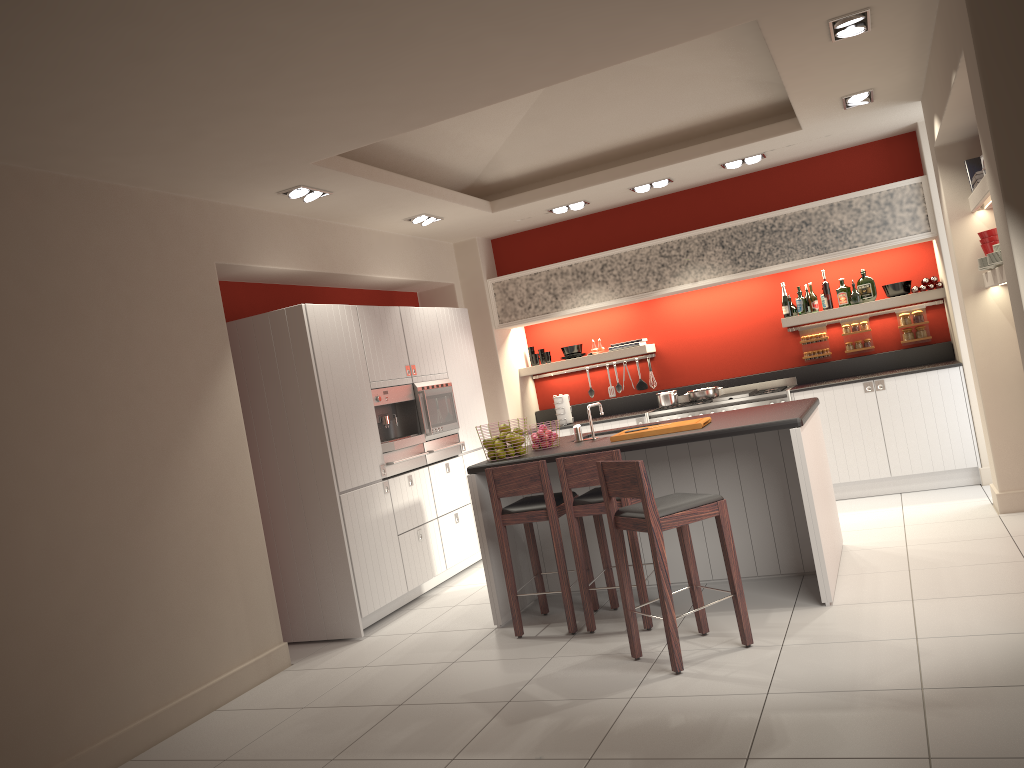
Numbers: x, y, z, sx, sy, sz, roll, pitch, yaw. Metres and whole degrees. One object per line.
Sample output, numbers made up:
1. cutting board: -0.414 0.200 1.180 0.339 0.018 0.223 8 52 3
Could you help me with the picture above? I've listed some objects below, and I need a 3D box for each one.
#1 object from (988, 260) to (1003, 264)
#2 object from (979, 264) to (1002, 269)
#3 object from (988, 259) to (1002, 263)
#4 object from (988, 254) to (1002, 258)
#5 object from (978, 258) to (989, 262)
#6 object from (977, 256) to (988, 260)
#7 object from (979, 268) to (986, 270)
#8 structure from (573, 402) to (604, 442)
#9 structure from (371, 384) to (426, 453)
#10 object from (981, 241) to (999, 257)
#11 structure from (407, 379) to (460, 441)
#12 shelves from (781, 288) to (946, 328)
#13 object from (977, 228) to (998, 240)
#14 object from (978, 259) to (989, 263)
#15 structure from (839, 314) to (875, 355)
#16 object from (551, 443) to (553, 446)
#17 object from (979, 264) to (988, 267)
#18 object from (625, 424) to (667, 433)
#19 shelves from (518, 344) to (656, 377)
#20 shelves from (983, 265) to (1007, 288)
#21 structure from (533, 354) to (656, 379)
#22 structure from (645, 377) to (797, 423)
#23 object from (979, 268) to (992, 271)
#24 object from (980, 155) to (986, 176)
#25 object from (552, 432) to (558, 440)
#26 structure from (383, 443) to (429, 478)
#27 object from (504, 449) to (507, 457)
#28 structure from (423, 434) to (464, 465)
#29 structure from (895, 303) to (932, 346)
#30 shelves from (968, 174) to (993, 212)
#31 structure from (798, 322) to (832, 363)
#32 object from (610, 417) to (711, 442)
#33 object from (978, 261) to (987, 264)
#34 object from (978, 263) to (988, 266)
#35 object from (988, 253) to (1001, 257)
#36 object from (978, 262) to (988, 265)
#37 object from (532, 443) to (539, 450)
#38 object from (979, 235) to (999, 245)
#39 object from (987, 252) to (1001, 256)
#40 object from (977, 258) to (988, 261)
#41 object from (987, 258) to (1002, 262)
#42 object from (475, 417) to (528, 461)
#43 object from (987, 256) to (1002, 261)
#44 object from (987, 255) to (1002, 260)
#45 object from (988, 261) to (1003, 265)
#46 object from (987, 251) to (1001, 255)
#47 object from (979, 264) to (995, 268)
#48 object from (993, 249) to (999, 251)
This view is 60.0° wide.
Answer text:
1. object: 2.950 -0.727 5.142 0.338 0.020 0.339 -10 0 26
2. object: 3.087 -0.744 5.501 0.338 0.020 0.339 -10 0 22
3. object: 2.949 -0.734 5.142 0.338 0.020 0.339 -10 0 26
4. object: 2.944 -0.759 5.143 0.338 0.020 0.339 -10 0 26
5. object: 3.078 -0.789 5.502 0.338 0.020 0.339 -10 0 22
6. object: 3.076 -0.802 5.502 0.338 0.020 0.339 -10 0 22
7. object: 3.272 -0.783 5.861 0.338 0.020 0.339 -10 0 26
8. structure: 0.516 0.266 6.037 0.183 0.249 0.224 -11 0 23
9. structure: -1.016 0.279 6.837 0.452 0.470 0.624 -11 0 23
10. object: 3.255 -0.874 5.862 0.260 0.146 0.260 -11 0 27
11. structure: -0.707 0.221 7.384 0.332 0.473 0.610 -11 0 23
12. shelves: 3.180 -0.687 8.067 1.378 0.083 0.376 -10 0 23
13. object: 3.231 -0.965 5.860 0.260 0.161 0.260 -10 0 -10
14. object: 3.080 -0.782 5.502 0.338 0.020 0.339 -10 0 22
15. structure: 3.183 -0.453 8.180 0.255 0.347 0.130 -11 -1 23
16. object: 0.258 0.399 6.027 0.050 0.049 0.049 -10 0 -11
17. object: 3.084 -0.757 5.501 0.338 0.020 0.339 -10 0 22
18. object: 0.847 0.274 5.531 0.302 0.010 0.035 -10 0 -7
19. shelves: 0.761 -0.241 9.106 1.378 0.083 0.376 -10 0 23
20. shelves: 2.986 -0.665 4.916 0.437 0.100 2.395 -10 0 23
21. structure: 0.843 -0.181 9.251 1.354 0.034 0.054 -10 0 23
22. structure: 2.028 0.602 8.261 1.321 1.085 0.778 -11 0 23
23. object: 3.273 -0.777 5.861 0.338 0.020 0.339 -10 0 26
24. object: 2.872 -1.419 5.296 0.097 0.369 0.342 -11 0 18
25. object: 0.285 0.354 5.996 0.055 0.056 0.055 -11 0 33
26. structure: -0.815 0.577 6.773 0.128 0.177 0.617 -11 0 23
27. object: -0.053 0.449 5.738 0.054 0.054 0.053 -11 0 27
28. structure: -0.573 0.535 7.353 0.128 0.177 0.617 -11 0 23
29. structure: 3.618 -0.533 7.993 0.255 0.347 0.130 -11 -1 23
30. shelves: 2.891 -1.187 4.921 0.437 0.100 2.395 -10 0 23
31. structure: 2.841 -0.390 8.326 0.256 0.347 0.130 -11 -1 23
32. object: 0.930 0.281 5.521 0.570 0.033 0.373 -10 0 21
33. object: 3.081 -0.776 5.502 0.338 0.020 0.339 -10 0 22
34. object: 3.083 -0.763 5.502 0.338 0.020 0.339 -10 0 22
35. object: 2.943 -0.765 5.143 0.338 0.020 0.339 -10 0 26
36. object: 3.082 -0.770 5.502 0.338 0.020 0.339 -10 0 22
37. object: 0.158 0.416 5.943 0.050 0.049 0.049 -10 0 -11
38. object: 3.244 -0.917 5.862 0.260 0.159 0.260 -10 0 4
39. object: 2.942 -0.772 5.143 0.338 0.020 0.339 -10 0 26
40. object: 3.077 -0.795 5.502 0.338 0.020 0.339 -10 0 22
41. object: 2.948 -0.740 5.142 0.338 0.020 0.339 -10 0 26
42. object: -0.052 0.359 5.717 0.341 0.232 0.341 -10 0 -34
43. object: 2.947 -0.746 5.143 0.338 0.020 0.339 -10 0 26
44. object: 2.946 -0.753 5.143 0.338 0.020 0.339 -10 0 26
45. object: 2.951 -0.721 5.142 0.338 0.020 0.339 -10 0 26
46. object: 2.941 -0.778 5.143 0.338 0.020 0.339 -10 0 26
47. object: 3.085 -0.751 5.501 0.338 0.020 0.339 -10 0 22
48. object: 2.944 -0.799 5.159 0.255 0.015 0.255 -10 0 4
